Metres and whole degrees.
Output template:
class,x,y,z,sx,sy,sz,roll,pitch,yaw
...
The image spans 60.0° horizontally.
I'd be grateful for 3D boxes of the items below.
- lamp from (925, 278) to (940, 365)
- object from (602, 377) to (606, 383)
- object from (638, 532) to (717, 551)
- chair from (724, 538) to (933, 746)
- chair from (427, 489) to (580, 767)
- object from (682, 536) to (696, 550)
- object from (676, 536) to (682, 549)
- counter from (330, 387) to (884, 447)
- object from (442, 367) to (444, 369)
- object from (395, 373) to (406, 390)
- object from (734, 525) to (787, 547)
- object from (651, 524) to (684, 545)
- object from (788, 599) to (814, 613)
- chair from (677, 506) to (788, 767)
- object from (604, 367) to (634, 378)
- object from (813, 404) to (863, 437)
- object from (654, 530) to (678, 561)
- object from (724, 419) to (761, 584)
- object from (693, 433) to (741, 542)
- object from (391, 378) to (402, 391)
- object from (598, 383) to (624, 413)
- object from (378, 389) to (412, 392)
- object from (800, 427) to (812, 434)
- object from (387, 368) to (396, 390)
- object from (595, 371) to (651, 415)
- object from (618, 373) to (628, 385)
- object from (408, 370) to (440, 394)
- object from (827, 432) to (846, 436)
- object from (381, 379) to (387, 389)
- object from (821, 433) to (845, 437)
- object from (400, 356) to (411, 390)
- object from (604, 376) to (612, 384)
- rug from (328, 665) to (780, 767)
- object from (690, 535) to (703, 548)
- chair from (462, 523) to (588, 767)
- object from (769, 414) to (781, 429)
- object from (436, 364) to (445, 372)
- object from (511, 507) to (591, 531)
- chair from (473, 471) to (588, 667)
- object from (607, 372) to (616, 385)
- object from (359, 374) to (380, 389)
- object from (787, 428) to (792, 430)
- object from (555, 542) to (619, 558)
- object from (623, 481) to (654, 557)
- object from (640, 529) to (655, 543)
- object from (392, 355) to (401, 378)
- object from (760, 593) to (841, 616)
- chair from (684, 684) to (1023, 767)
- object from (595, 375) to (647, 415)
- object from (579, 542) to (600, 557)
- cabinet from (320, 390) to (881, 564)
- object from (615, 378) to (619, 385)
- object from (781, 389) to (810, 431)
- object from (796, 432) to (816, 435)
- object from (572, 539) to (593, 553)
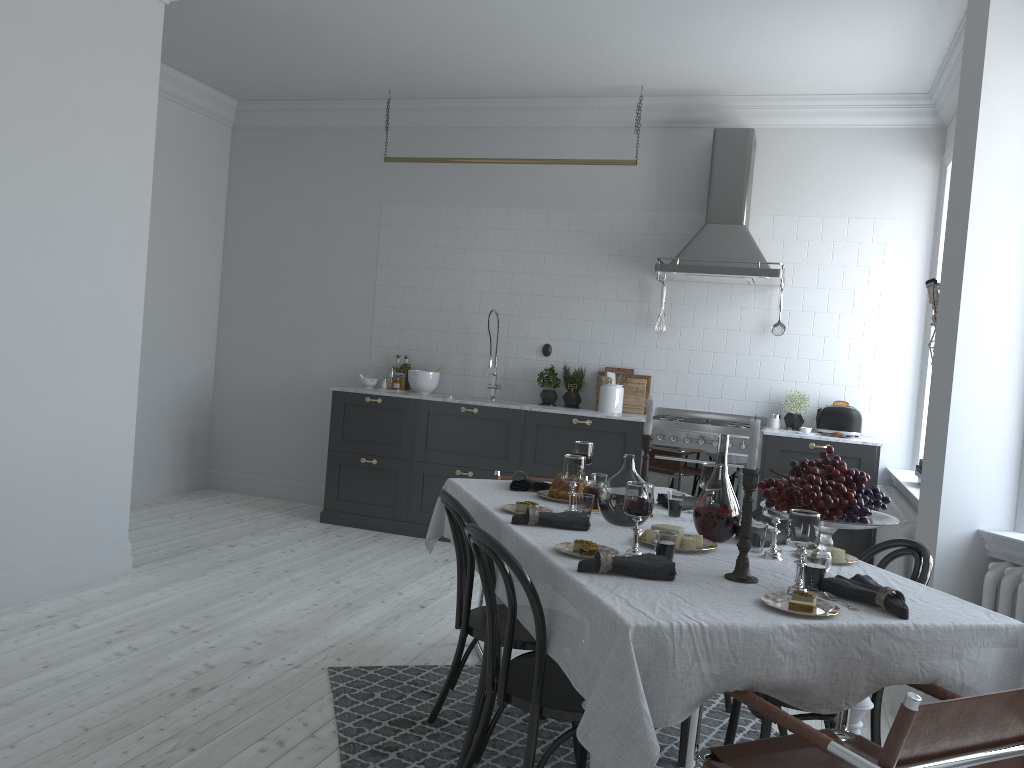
class,x,y,z,sx,sy,sz,roll,pitch,yaw
lamp,1.885,0.021,3.882,0.131,0.977,0.312,4,2,-8
object,0.697,0.076,6.503,0.061,0.251,0.117,3,3,-42
object,0.510,0.496,2.764,0.251,0.018,0.251,5,2,18
chair,0.982,0.930,2.809,0.564,0.909,0.463,5,2,-4
chair,-0.017,0.837,3.146,0.564,0.909,0.463,4,2,-19
object,0.531,0.488,2.733,0.040,0.039,0.077,4,2,-12
object,0.476,0.482,2.714,0.077,0.040,0.040,6,2,37
counter,0.566,0.207,6.421,3.902,0.020,0.624,5,2,18
object,-0.648,-0.041,7.013,0.218,0.214,0.058,4,2,-22
object,-0.900,-0.019,7.106,0.077,0.141,0.044,5,2,18
object,0.858,0.497,2.961,0.247,0.061,0.165,4,2,-33
object,0.492,0.474,2.796,0.100,0.056,0.056,6,2,35
object,0.689,0.529,2.115,0.057,0.021,0.037,5,2,18
chair,0.806,0.898,3.359,0.564,0.909,0.463,4,2,-19
object,0.787,0.044,6.624,0.220,0.330,0.041,5,2,18
object,2.232,0.243,6.072,0.326,0.207,0.219,6,2,23
object,0.424,0.459,2.463,0.066,0.094,0.066,5,2,7
object,0.633,0.309,2.373,0.089,0.432,0.089,6,2,40
object,0.677,0.338,2.899,0.152,0.352,0.152,4,2,-21
object,-0.912,0.003,7.001,0.078,0.101,0.078,3,3,-44
object,0.726,0.104,6.499,0.174,0.208,0.174,5,2,13
object,-0.933,0.047,7.081,0.180,0.008,0.272,5,2,18
object,1.924,0.306,5.808,0.072,0.040,0.070,5,2,10
object,-0.957,-0.038,7.051,0.059,0.172,0.059,3,2,-41
object,0.831,0.067,6.644,0.400,0.290,0.030,5,2,18
object,0.774,0.060,6.523,0.131,0.296,0.056,5,2,-3
object,-0.700,-0.014,6.992,0.247,0.175,0.247,6,2,31
object,2.134,0.329,5.820,0.074,0.031,0.119,3,2,-39
object,-1.011,0.003,7.022,0.046,0.084,0.046,5,2,4
object,2.083,0.332,5.798,0.018,0.008,0.209,3,2,-37
object,-0.853,-0.087,7.143,0.089,0.282,0.082,5,2,18
object,0.683,0.070,6.482,0.054,0.262,0.149,4,2,-7
rug,0.299,1.312,2.953,1.701,0.021,2.166,4,2,-14
object,0.572,0.486,2.778,0.039,0.040,0.077,5,2,-3
chair,0.108,0.865,2.590,0.564,0.909,0.463,4,2,-24
object,1.842,0.262,6.211,0.072,0.095,0.072,4,2,-27
object,-0.630,-0.048,7.000,0.209,0.232,0.042,4,2,-32
object,0.142,0.440,2.895,0.247,0.061,0.165,4,2,-33
chair,0.162,0.859,4.012,0.546,0.837,0.593,4,2,-11
object,0.732,0.059,6.507,0.064,0.290,0.141,4,2,-9
object,-1.139,-0.021,7.094,0.159,0.110,0.172,5,2,13
object,1.880,0.307,6.105,0.091,0.018,0.062,5,2,15
object,0.214,0.480,2.541,0.182,0.013,0.182,6,2,33
object,0.358,0.392,2.539,0.083,0.215,0.083,6,2,23
object,0.425,0.465,2.747,0.039,0.040,0.078,4,2,-7
object,-0.929,-0.094,7.173,0.066,0.282,0.066,5,2,13
object,0.690,0.533,2.126,0.182,0.013,0.182,6,2,28
chair,0.762,0.975,1.978,0.546,0.837,0.593,4,2,-27
object,0.809,0.081,6.592,0.360,0.261,0.053,5,2,18
object,0.220,0.468,2.512,0.051,0.039,0.036,4,2,-32
cabinet,0.520,0.721,6.427,3.897,1.012,0.646,5,2,18
object,0.766,0.082,6.529,0.050,0.247,0.114,4,2,-17
object,1.965,0.179,6.156,0.210,0.283,0.220,6,2,31
object,1.924,0.325,5.809,0.126,0.008,0.126,7,3,44
object,0.204,0.466,2.549,0.057,0.037,0.021,5,2,-1
